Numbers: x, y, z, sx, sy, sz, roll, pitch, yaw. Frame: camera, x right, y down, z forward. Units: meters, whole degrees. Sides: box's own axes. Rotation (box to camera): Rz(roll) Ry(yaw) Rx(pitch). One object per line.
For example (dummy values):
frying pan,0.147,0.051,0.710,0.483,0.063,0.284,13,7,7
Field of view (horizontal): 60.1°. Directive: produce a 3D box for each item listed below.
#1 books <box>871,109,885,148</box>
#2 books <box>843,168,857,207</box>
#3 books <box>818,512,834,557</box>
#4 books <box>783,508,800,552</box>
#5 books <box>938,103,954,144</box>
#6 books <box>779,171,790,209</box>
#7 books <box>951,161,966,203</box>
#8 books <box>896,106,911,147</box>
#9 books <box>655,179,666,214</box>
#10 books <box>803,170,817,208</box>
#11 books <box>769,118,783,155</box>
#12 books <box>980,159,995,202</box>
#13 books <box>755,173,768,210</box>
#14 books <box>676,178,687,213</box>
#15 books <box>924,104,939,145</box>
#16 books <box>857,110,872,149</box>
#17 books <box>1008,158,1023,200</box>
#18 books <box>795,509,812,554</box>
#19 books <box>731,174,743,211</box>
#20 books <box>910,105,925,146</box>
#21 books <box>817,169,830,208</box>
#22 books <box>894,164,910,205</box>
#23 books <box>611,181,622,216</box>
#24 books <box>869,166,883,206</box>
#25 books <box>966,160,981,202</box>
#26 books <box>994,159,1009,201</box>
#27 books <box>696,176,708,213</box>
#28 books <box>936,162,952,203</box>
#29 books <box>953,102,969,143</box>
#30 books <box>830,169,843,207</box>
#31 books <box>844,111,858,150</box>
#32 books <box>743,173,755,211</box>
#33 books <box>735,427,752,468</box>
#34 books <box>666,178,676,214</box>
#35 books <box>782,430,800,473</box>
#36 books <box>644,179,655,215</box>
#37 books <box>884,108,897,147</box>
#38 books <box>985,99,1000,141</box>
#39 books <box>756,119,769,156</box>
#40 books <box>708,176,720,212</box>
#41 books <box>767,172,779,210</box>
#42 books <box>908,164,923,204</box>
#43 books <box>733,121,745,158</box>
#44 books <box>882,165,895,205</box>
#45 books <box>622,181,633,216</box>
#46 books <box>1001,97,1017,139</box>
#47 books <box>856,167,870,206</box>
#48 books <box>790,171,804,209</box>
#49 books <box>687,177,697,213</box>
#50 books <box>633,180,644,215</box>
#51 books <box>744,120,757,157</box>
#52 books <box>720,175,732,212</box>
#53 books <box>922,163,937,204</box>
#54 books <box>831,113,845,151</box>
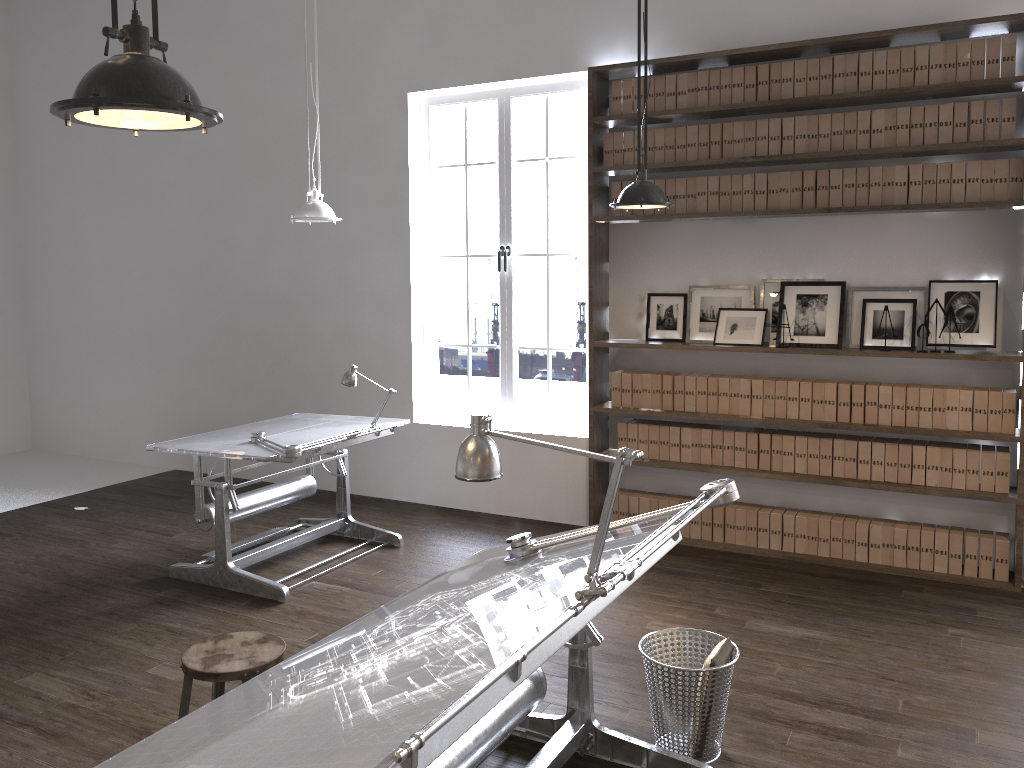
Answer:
books,2.068,-1.420,4.986,0.067,0.224,0.175,2,6,28
books,1.946,-1.118,5.080,0.067,0.225,0.175,2,6,28
books,1.871,0.896,5.275,0.067,0.225,0.175,2,6,28
books,1.693,0.885,5.372,0.067,0.225,0.175,2,6,28
books,2.366,-1.402,4.825,0.067,0.225,0.175,2,6,28
books,1.631,-1.136,5.246,0.067,0.224,0.175,2,6,28
books,2.429,-1.088,4.818,0.067,0.225,0.175,2,6,28
books,2.181,-1.412,4.922,0.067,0.225,0.175,2,6,28
books,0.963,-1.177,5.605,0.067,0.225,0.175,2,6,28
books,1.752,-1.129,5.178,0.067,0.225,0.175,2,6,28
books,1.576,-1.449,5.249,0.067,0.225,0.175,2,6,28
books,2.550,-1.081,4.749,0.067,0.225,0.175,2,6,28
books,1.509,-1.143,5.306,0.067,0.225,0.175,2,6,28
books,1.082,-1.168,5.535,0.067,0.225,0.175,2,6,28
books,2.306,-1.406,4.862,0.067,0.225,0.175,2,6,28
books,2.004,-1.423,5.018,0.067,0.225,0.175,2,6,28
books,2.670,-1.074,4.691,0.067,0.225,0.175,2,6,28
books,1.758,0.889,5.339,0.067,0.224,0.175,2,6,28
books,1.387,-1.151,5.380,0.067,0.225,0.175,2,6,28
books,2.243,-1.410,4.896,0.067,0.225,0.175,2,6,28
books,1.821,-1.125,5.147,0.067,0.225,0.175,2,6,28
books,2.181,-1.103,4.951,0.067,0.224,0.175,2,6,28
books,0.707,-1.192,5.743,0.067,0.224,0.175,2,6,28
books,2.065,-1.110,5.009,0.067,0.225,0.175,2,6,28
books,2.492,-1.084,4.781,0.067,0.225,0.175,2,6,28
books,2.608,-1.078,4.723,0.067,0.224,0.175,2,6,28
books,1.198,-1.162,5.476,0.067,0.224,0.175,2,6,28
books,2.370,-1.093,4.854,0.067,0.225,0.175,2,6,28
books,2.431,-1.398,4.796,0.067,0.225,0.175,2,6,28
books,1.881,-1.121,5.109,0.067,0.225,0.175,2,6,28
books,1.943,-1.427,5.055,0.067,0.225,0.175,2,6,28
books,1.447,-1.147,5.343,0.067,0.225,0.175,2,6,28
books,1.431,0.391,5.474,0.067,0.225,0.175,2,6,28
books,1.025,-1.173,5.572,0.067,0.225,0.175,2,6,28
books,1.682,0.406,5.338,0.067,0.225,0.175,2,6,28
books,0.899,-1.180,5.635,0.067,0.225,0.175,2,6,28
books,2.124,-1.417,4.958,0.067,0.224,0.175,2,6,28
books,2.563,-1.390,4.725,0.067,0.224,0.175,2,6,28
books,1.510,-1.452,5.281,0.067,0.225,0.175,2,6,28
books,1.261,-1.158,5.440,0.067,0.225,0.175,2,6,28
books,1.573,-1.139,5.272,0.067,0.225,0.175,2,6,28
books,2.244,-1.099,4.915,0.067,0.225,0.175,2,6,28
books,1.393,-1.460,5.348,0.067,0.224,0.175,2,6,28
books,2.126,-1.107,4.982,0.067,0.224,0.175,2,6,28
books,0.769,-1.187,5.703,0.067,0.225,0.175,2,6,28
books,2.628,-1.386,4.688,0.067,0.224,0.175,2,6,28
books,2.008,-1.114,5.046,0.067,0.225,0.175,2,6,28
books,1.689,-1.133,5.217,0.067,0.224,0.175,2,6,28
books,1.143,-1.166,5.507,0.067,0.224,0.175,2,6,28
books,0.838,-1.184,5.673,0.067,0.225,0.175,2,6,28
books,1.446,-1.456,5.315,0.067,0.225,0.175,2,6,28
books,1.325,-1.155,5.411,0.067,0.225,0.175,2,6,28
books,2.307,-1.096,4.885,0.067,0.225,0.175,2,6,28
books,1.883,-1.431,5.090,0.067,0.225,0.175,2,6,28
